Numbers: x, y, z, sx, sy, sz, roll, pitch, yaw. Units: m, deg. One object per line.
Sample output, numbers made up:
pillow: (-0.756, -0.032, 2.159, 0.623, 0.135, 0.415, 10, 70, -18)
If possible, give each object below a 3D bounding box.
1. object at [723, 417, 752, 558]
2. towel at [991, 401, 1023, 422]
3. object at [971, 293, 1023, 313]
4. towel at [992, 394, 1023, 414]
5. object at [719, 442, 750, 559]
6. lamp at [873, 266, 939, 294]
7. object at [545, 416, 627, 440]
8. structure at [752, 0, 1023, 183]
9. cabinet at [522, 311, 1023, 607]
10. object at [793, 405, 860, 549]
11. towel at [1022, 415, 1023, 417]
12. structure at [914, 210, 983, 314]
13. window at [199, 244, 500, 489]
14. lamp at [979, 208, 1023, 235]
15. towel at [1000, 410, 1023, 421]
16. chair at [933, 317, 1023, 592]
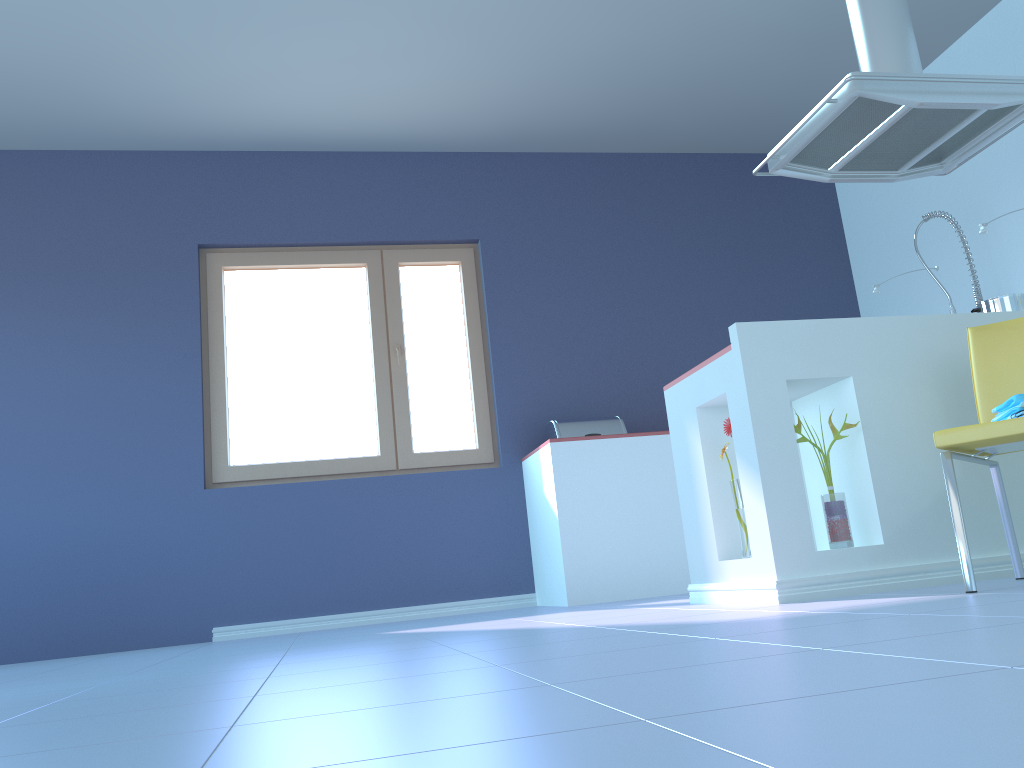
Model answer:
object: (0.694, 0.309, 2.683, 0.054, 0.427, 0.090, -10, -13, 19)
towel: (1.294, 0.059, 2.160, 0.192, 0.027, 0.195, -8, -13, 8)
object: (1.698, -0.236, 3.052, 0.170, 0.106, 0.157, 1, -14, -29)
towel: (1.296, 0.044, 2.165, 0.190, 0.033, 0.195, -9, -13, 13)
object: (0.693, 0.359, 2.766, 0.050, 0.365, 0.085, -3, -13, -15)
lamp: (2.012, -0.536, 4.536, 0.400, 0.134, 0.037, -3, -13, -13)
object: (0.378, 0.249, 4.513, 0.364, 0.153, 0.235, -3, -13, -12)
structure: (1.405, -1.340, 3.366, 0.895, 0.962, 0.695, -3, -13, -13)
cabinet: (1.349, 0.418, 3.742, 2.139, 0.800, 2.200, -3, -13, -13)
object: (0.917, 0.265, 2.581, 0.229, 0.423, 0.067, -10, -13, 17)
towel: (1.295, 0.088, 2.155, 0.201, 0.024, 0.195, -7, -13, 6)
structure: (2.114, -0.408, 4.136, 0.178, 0.920, 0.308, -3, -13, -14)
window: (-0.843, -0.129, 4.634, 1.475, 1.263, 0.142, -3, -13, -13)
lamp: (2.166, -0.714, 3.806, 0.400, 0.134, 0.037, -3, -13, -13)
towel: (1.297, 0.074, 2.154, 0.201, 0.024, 0.195, -9, -13, 12)
chair: (1.306, 0.120, 2.164, 0.387, 0.695, 0.484, -16, -16, 39)
